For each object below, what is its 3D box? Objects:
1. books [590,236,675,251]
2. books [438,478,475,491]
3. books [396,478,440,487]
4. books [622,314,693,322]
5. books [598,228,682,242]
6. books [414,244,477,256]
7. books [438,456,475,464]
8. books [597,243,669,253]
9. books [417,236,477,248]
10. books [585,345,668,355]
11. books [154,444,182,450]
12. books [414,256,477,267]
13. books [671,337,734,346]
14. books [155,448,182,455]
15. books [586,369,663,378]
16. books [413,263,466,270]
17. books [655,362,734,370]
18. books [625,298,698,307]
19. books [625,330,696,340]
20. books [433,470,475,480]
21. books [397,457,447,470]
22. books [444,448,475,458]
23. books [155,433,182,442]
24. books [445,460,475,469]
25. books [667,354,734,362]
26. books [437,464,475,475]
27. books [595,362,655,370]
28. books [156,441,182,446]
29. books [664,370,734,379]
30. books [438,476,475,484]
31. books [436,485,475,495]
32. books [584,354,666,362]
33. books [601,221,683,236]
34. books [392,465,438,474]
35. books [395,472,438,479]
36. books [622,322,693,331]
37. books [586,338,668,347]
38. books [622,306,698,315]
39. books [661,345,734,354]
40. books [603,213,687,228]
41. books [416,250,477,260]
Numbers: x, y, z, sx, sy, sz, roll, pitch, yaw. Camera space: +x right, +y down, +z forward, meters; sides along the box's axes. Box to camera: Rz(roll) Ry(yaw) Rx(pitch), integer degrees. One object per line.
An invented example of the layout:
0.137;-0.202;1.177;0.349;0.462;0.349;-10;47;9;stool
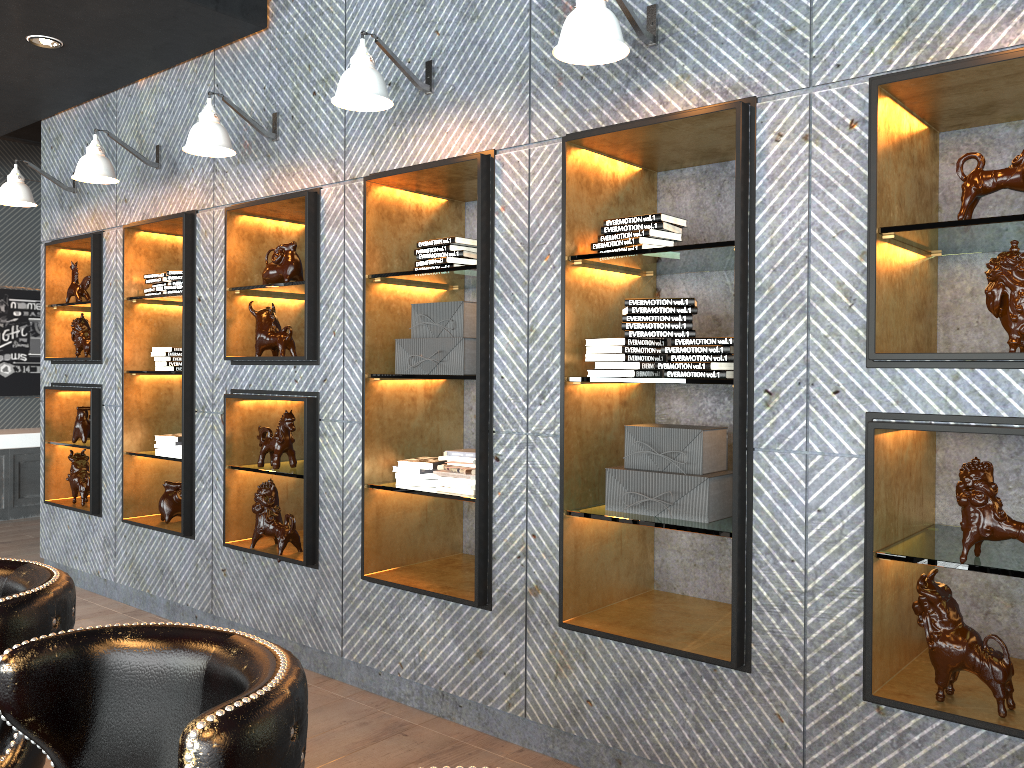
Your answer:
0.446;-0.512;3.285;0.193;0.028;0.245;0;1;-39;books
-0.185;0.424;3.768;0.158;0.021;0.224;0;1;-41;books
-0.374;0.433;3.981;0.243;0.034;0.179;1;1;19;books
0.531;-0.234;3.233;0.245;0.028;0.193;1;1;10;books
0.474;-0.540;3.287;0.193;0.028;0.245;0;1;-42;books
-0.283;-0.585;3.932;0.193;0.028;0.245;-1;1;-44;books
-0.176;0.317;3.765;0.206;0.020;0.197;1;1;42;books
0.467;-0.483;3.268;0.193;0.028;0.245;0;1;-34;books
-0.265;-0.612;3.891;0.245;0.028;0.193;1;1;43;books
0.424;-0.123;3.250;0.245;0.028;0.193;0;1;-37;books
-1.991;0.370;5.305;0.227;0.024;0.166;1;1;26;books
-0.280;-0.527;3.890;0.193;0.028;0.245;0;1;-39;books
0.713;-0.147;3.115;0.245;0.028;0.193;1;1;35;books
-1.974;0.399;5.302;0.243;0.034;0.179;1;1;9;books
0.417;-0.039;3.274;0.193;0.028;0.245;1;1;33;books
-0.280;-0.499;3.904;0.245;0.028;0.193;1;1;40;books
0.656;-0.062;3.098;0.193;0.028;0.245;0;1;-39;books
0.544;-0.290;3.221;0.245;0.028;0.193;1;1;15;books
0.533;-0.177;3.201;0.245;0.028;0.193;1;1;9;books
-0.188;0.382;3.763;0.264;0.019;0.205;1;1;39;books
-0.377;0.354;3.977;0.179;0.029;0.225;1;1;25;books
-0.165;0.295;3.786;0.212;0.024;0.185;1;1;34;books
-1.984;0.320;5.305;0.179;0.029;0.225;1;1;23;books
-0.156;0.338;3.782;0.247;0.023;0.244;1;1;25;books
0.704;-0.091;3.135;0.245;0.028;0.193;1;1;36;books
-0.185;0.360;3.774;0.197;0.023;0.248;0;1;-34;books
0.448;-0.067;3.248;0.193;0.028;0.245;1;1;39;books
-1.977;0.346;5.323;0.175;0.024;0.243;1;1;31;books
0.690;-0.034;3.108;0.245;0.028;0.193;1;1;44;books
-0.186;0.402;3.769;0.228;0.022;0.202;1;1;43;books
-0.184;0.444;3.758;0.228;0.023;0.167;1;1;40;books
0.421;-0.096;3.293;0.245;0.028;0.193;-1;1;-44;books
0.483;-0.568;3.293;0.245;0.028;0.193;1;1;32;books
-0.393;0.380;4.015;0.175;0.024;0.243;1;1;39;books
-0.392;0.404;3.984;0.227;0.024;0.166;1;1;8;books
0.526;-0.206;3.195;0.245;0.028;0.193;1;1;12;books
0.422;-0.152;3.278;0.245;0.028;0.193;-1;1;-43;books
0.531;-0.262;3.214;0.245;0.028;0.193;0;1;1;books
0.677;-0.119;3.132;0.245;0.028;0.193;1;1;30;books
0.495;-0.596;3.295;0.245;0.028;0.193;1;1;40;books
-0.262;-0.555;3.889;0.245;0.028;0.193;1;1;31;books
